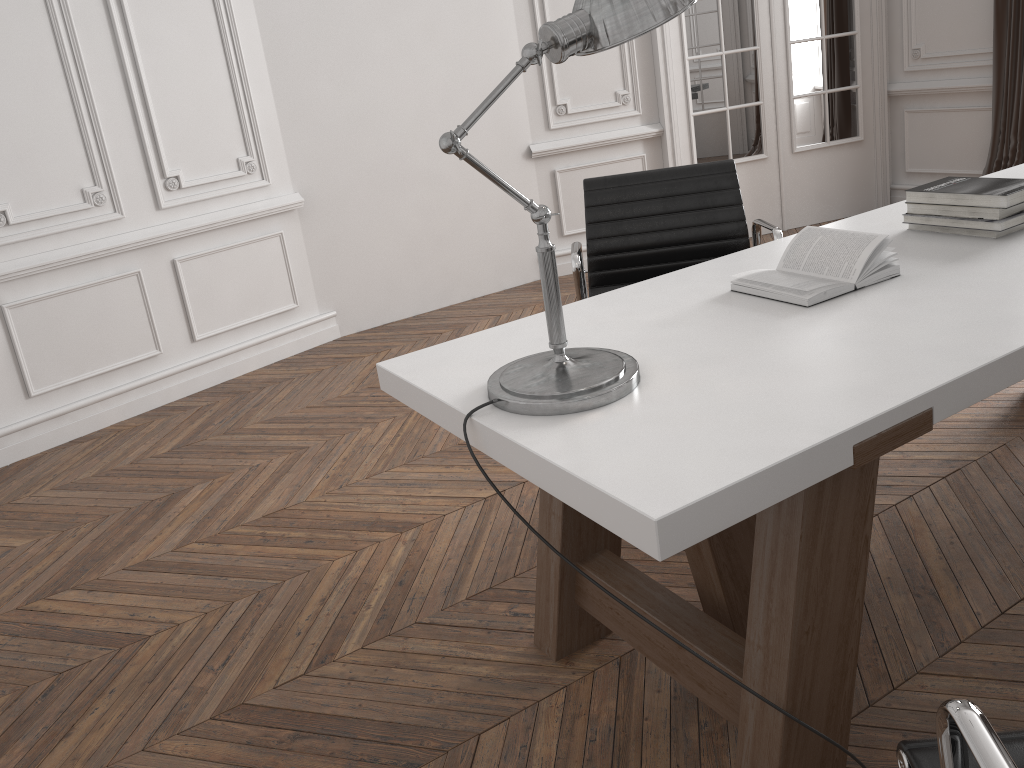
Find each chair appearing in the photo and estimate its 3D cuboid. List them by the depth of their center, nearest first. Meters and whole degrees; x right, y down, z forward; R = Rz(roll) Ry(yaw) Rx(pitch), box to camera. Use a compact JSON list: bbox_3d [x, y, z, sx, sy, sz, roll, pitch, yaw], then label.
[{"bbox_3d":[0.677,0.538,0.685,0.694,0.904,0.682,-10,17,-4],"label":"chair"},{"bbox_3d":[0.502,-0.144,2.626,0.694,0.904,0.682,-9,17,-2],"label":"chair"}]

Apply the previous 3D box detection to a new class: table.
[{"bbox_3d":[1.110,0.024,2.163,2.647,0.734,0.912,-19,21,-27],"label":"table"}]

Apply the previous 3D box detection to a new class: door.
[{"bbox_3d":[1.587,-2.272,5.430,1.570,2.679,0.087,-13,16,-13],"label":"door"}]

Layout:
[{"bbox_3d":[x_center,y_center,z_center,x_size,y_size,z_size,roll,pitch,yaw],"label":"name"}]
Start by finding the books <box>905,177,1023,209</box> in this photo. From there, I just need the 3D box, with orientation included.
[{"bbox_3d":[1.145,-0.475,2.182,0.193,0.032,0.262,-20,23,-28],"label":"books"}]

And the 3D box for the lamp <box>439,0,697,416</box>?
[{"bbox_3d":[0.116,-0.347,1.509,0.493,0.685,0.272,-18,19,-27],"label":"lamp"}]

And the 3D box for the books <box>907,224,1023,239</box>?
[{"bbox_3d":[1.157,-0.406,2.214,0.193,0.022,0.245,-18,22,-25],"label":"books"}]

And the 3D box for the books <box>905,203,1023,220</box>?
[{"bbox_3d":[1.146,-0.449,2.199,0.193,0.027,0.242,-20,23,-28],"label":"books"}]

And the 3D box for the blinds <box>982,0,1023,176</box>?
[{"bbox_3d":[2.669,-2.392,4.735,0.312,3.038,0.588,-15,17,-22],"label":"blinds"}]

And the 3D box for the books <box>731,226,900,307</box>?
[{"bbox_3d":[0.656,-0.266,1.926,0.281,0.094,0.229,-18,21,-25],"label":"books"}]

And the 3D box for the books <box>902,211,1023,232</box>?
[{"bbox_3d":[1.151,-0.423,2.197,0.214,0.022,0.262,-19,22,-26],"label":"books"}]
